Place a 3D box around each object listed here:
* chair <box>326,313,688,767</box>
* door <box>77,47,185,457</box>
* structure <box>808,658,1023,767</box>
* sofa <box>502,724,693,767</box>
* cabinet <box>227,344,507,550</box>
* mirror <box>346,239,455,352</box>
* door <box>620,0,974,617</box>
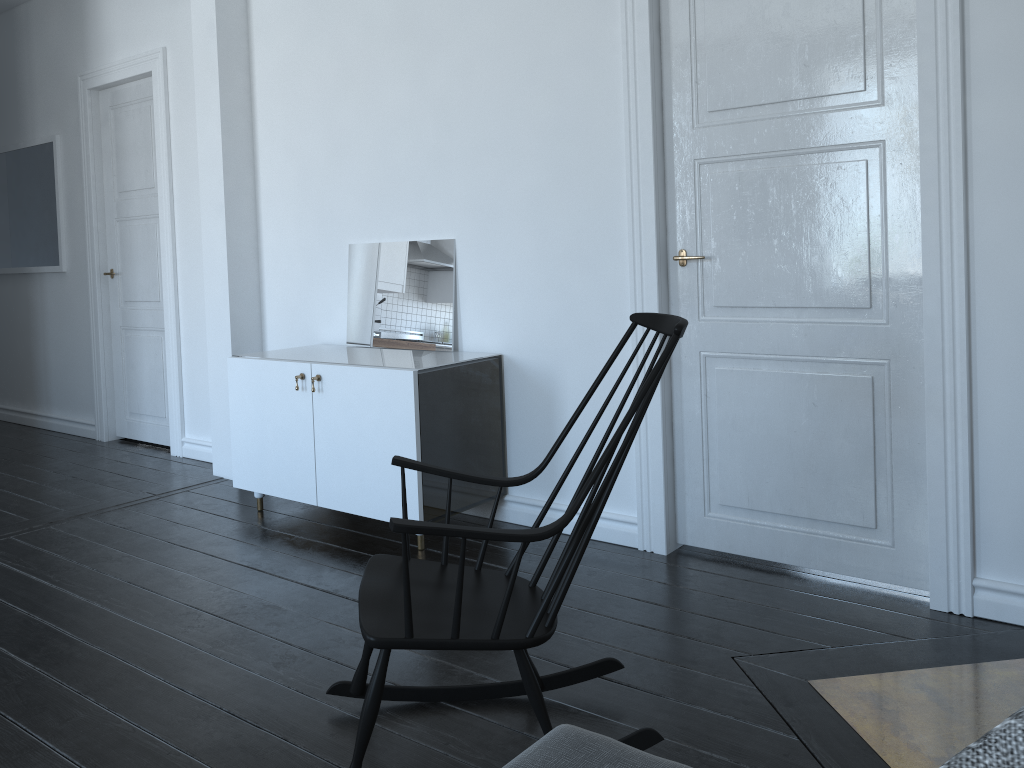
[{"bbox_3d":[-0.022,0.358,2.091,0.906,1.000,0.616,-3,4,-7],"label":"chair"},{"bbox_3d":[-2.424,-0.825,5.664,1.041,2.463,0.116,0,3,38],"label":"door"},{"bbox_3d":[1.412,-0.625,1.994,1.270,2.877,0.781,-2,2,-7],"label":"structure"},{"bbox_3d":[-0.249,0.808,0.075,1.085,0.718,2.393,3,9,37],"label":"sofa"},{"bbox_3d":[-0.686,0.238,3.947,1.202,0.731,0.594,3,7,38],"label":"cabinet"},{"bbox_3d":[-0.536,-0.419,4.151,0.697,0.500,0.054,3,4,38],"label":"mirror"},{"bbox_3d":[0.940,-0.559,3.064,1.169,2.463,0.116,0,3,38],"label":"door"}]
